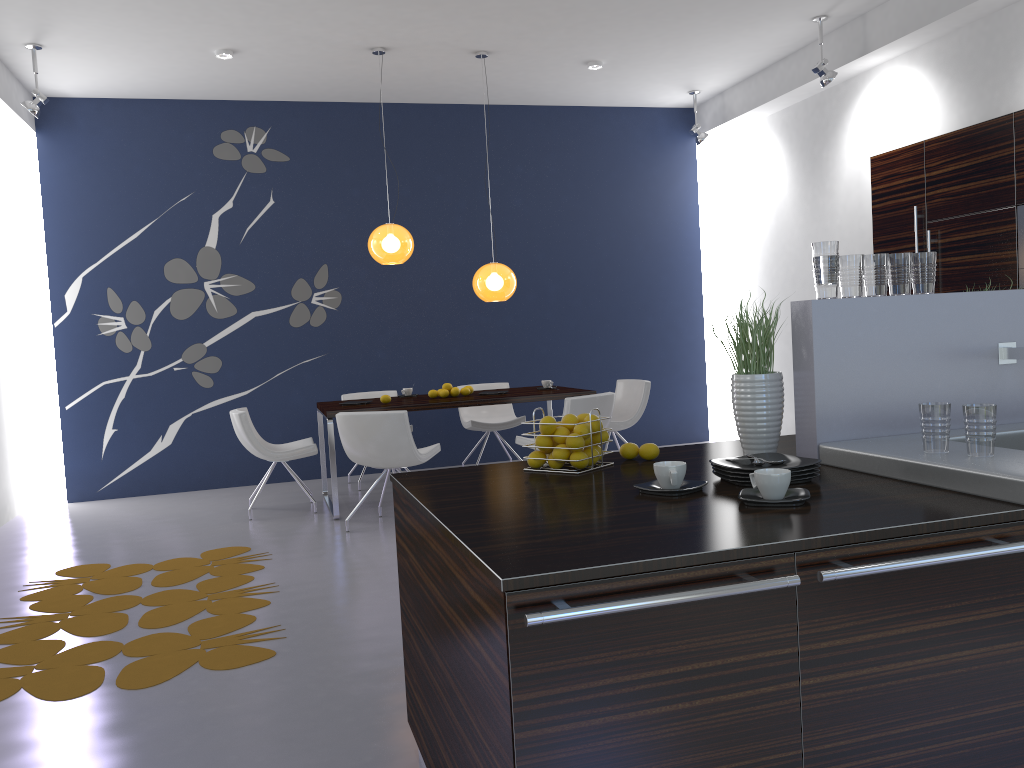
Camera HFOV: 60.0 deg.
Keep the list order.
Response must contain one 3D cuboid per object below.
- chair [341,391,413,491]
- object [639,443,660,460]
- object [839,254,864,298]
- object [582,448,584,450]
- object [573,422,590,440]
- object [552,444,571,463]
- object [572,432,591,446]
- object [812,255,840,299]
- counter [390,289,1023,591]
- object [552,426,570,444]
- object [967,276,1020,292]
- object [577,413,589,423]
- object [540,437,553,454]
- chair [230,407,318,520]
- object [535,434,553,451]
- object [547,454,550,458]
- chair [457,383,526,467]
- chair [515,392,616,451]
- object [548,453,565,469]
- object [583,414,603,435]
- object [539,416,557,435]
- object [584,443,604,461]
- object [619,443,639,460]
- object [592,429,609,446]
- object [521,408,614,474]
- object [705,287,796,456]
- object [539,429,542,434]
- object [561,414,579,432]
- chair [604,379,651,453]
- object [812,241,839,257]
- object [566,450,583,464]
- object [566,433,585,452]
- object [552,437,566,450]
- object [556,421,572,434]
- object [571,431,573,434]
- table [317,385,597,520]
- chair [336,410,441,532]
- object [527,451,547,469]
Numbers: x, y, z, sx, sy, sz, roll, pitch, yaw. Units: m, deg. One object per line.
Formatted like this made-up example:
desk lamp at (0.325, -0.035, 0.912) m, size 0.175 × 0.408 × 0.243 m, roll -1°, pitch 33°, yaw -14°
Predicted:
chair at (-1.194, 0.481, 7.852) m, size 0.508 × 0.805 × 0.620 m, roll -4°, pitch 3°, yaw -21°
object at (0.410, 0.202, 2.654) m, size 0.063 × 0.051 × 0.053 m, roll 0°, pitch 4°, yaw 43°
object at (0.952, -0.301, 2.488) m, size 0.072 × 0.119 × 0.071 m, roll -2°, pitch 3°, yaw 24°
object at (0.188, 0.209, 2.652) m, size 0.064 × 0.063 × 0.074 m, roll -3°, pitch 3°, yaw 5°
object at (0.204, 0.135, 2.540) m, size 0.053 × 0.051 × 0.063 m, roll -1°, pitch 4°, yaw 30°
object at (0.142, 0.198, 2.536) m, size 0.052 × 0.053 × 0.062 m, roll -2°, pitch 3°, yaw 21°
object at (0.202, 0.158, 2.584) m, size 0.064 × 0.053 × 0.051 m, roll -4°, pitch 3°, yaw -13°
object at (0.875, -0.295, 2.466) m, size 0.072 × 0.119 × 0.071 m, roll -2°, pitch 3°, yaw 24°
counter at (1.400, 0.384, 2.512) m, size 3.291 × 1.300 × 1.302 m, roll -4°, pitch 3°, yaw -16°
object at (0.143, 0.149, 2.566) m, size 0.055 × 0.051 × 0.061 m, roll -4°, pitch 3°, yaw -21°
object at (1.542, -0.100, 2.873) m, size 0.269 × 0.502 × 0.247 m, roll -4°, pitch 3°, yaw -16°
object at (0.219, 0.112, 2.631) m, size 0.063 × 0.051 × 0.053 m, roll -1°, pitch 4°, yaw 32°
object at (0.107, 0.181, 2.635) m, size 0.061 × 0.055 × 0.051 m, roll -6°, pitch 4°, yaw -37°
chair at (-1.808, 0.576, 6.786) m, size 0.620 × 0.805 × 0.508 m, roll -4°, pitch 3°, yaw -16°
object at (0.093, 0.170, 2.577) m, size 0.053 × 0.054 × 0.061 m, roll -1°, pitch 4°, yaw 30°
object at (0.130, 0.214, 2.658) m, size 0.051 × 0.053 × 0.063 m, roll -4°, pitch 3°, yaw -8°
chair at (-0.195, 0.409, 8.136) m, size 0.508 × 0.805 × 0.620 m, roll -4°, pitch 3°, yaw -16°
chair at (0.420, 0.473, 6.369) m, size 0.620 × 0.805 × 0.508 m, roll 0°, pitch 4°, yaw 44°
object at (0.131, 0.220, 2.577) m, size 0.050 × 0.055 × 0.061 m, roll -1°, pitch 4°, yaw 30°
object at (0.236, 0.118, 2.581) m, size 0.052 × 0.060 × 0.057 m, roll -5°, pitch 4°, yaw -28°
object at (0.104, 0.121, 2.559) m, size 0.050 × 0.060 × 0.059 m, roll -4°, pitch 3°, yaw -16°
object at (0.241, 0.202, 2.622) m, size 0.060 × 0.057 × 0.052 m, roll -4°, pitch 3°, yaw -14°
object at (0.357, 0.203, 2.690) m, size 0.063 × 0.051 × 0.053 m, roll -4°, pitch 3°, yaw -12°
object at (0.254, 0.155, 2.608) m, size 0.063 × 0.051 × 0.053 m, roll 0°, pitch 4°, yaw 43°
object at (0.162, 0.157, 2.597) m, size 0.207 × 0.174 × 0.189 m, roll -1°, pitch 4°, yaw 39°
object at (0.695, -0.037, 2.607) m, size 0.247 × 0.502 × 0.269 m, roll -2°, pitch 4°, yaw 27°
object at (0.106, 0.131, 2.627) m, size 0.051 × 0.053 × 0.063 m, roll -3°, pitch 3°, yaw -3°
object at (0.170, 0.114, 2.597) m, size 0.051 × 0.053 × 0.063 m, roll -4°, pitch 3°, yaw -14°
chair at (0.862, 0.382, 7.546) m, size 0.620 × 0.805 × 0.508 m, roll -4°, pitch 3°, yaw -21°
object at (0.872, -0.334, 2.464) m, size 0.072 × 0.119 × 0.071 m, roll -2°, pitch 3°, yaw 24°
object at (0.180, 0.206, 2.609) m, size 0.057 × 0.060 × 0.052 m, roll -4°, pitch 3°, yaw -10°
object at (0.178, 0.166, 2.510) m, size 0.053 × 0.055 × 0.060 m, roll -2°, pitch 4°, yaw 27°
object at (0.136, 0.176, 2.623) m, size 0.051 × 0.053 × 0.062 m, roll -4°, pitch 3°, yaw -8°
object at (0.153, 0.137, 2.664) m, size 0.061 × 0.052 × 0.053 m, roll -3°, pitch 3°, yaw -3°
object at (0.202, 0.158, 2.640) m, size 0.062 × 0.053 × 0.052 m, roll -6°, pitch 4°, yaw -44°
table at (-0.463, 0.492, 7.116) m, size 2.046 × 0.783 × 1.127 m, roll -4°, pitch 3°, yaw -16°
chair at (-0.831, 0.563, 6.025) m, size 0.508 × 0.805 × 0.620 m, roll -2°, pitch 3°, yaw 19°
object at (0.073, 0.221, 2.592) m, size 0.053 × 0.052 × 0.062 m, roll -2°, pitch 3°, yaw 24°
